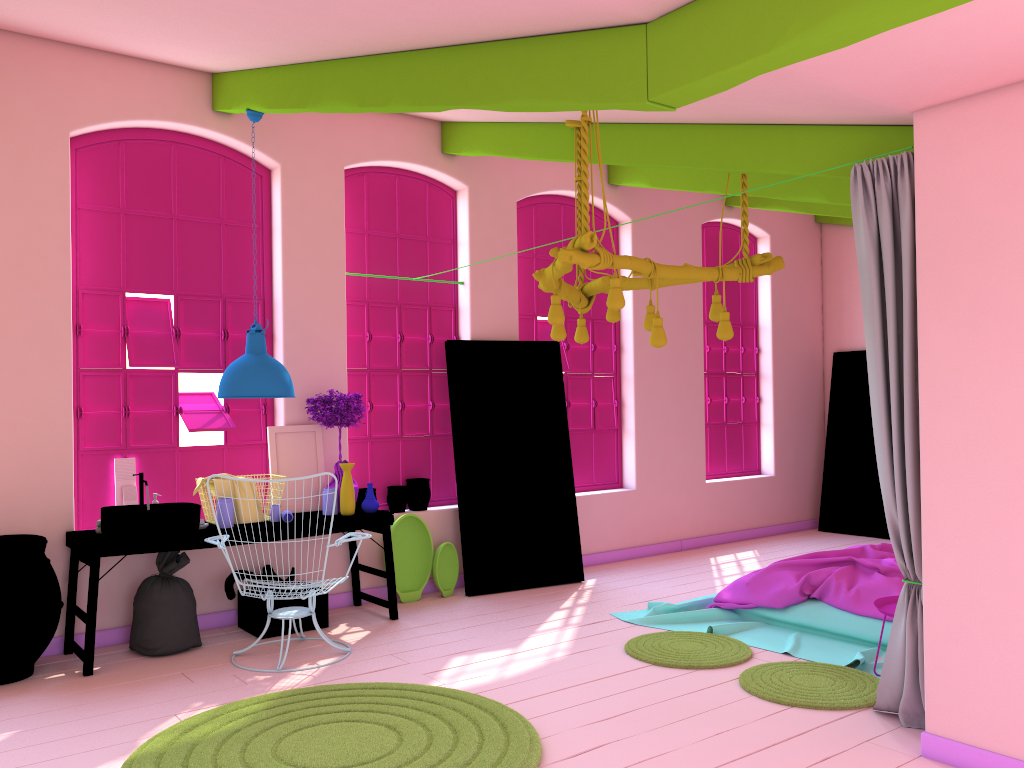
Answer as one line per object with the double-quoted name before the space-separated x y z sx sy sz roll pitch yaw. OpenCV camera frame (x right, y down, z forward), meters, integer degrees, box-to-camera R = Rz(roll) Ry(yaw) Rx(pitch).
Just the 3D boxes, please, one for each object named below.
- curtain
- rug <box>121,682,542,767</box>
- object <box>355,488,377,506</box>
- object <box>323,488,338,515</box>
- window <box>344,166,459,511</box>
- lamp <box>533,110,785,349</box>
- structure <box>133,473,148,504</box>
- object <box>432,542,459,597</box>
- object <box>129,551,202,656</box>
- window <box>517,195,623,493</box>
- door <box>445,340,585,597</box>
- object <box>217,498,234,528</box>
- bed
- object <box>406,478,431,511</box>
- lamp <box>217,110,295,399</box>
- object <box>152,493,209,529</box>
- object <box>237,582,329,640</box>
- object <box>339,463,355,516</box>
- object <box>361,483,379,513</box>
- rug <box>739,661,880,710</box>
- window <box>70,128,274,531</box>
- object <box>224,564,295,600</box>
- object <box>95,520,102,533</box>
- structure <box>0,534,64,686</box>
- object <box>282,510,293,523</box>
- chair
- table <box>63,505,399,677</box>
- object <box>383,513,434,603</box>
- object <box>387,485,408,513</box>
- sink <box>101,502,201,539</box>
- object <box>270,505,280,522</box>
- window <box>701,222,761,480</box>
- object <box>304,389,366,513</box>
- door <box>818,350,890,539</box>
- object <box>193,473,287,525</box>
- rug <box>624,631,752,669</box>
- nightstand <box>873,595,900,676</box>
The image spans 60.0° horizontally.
"curtain" 1.958 0.300 4.321 0.518 2.785 0.525 -1 -1 34
"rug" -0.816 1.712 4.153 1.889 0.050 1.889 -2 -2 40
"object" -1.223 0.989 7.439 0.182 0.222 0.182 -1 -1 30
"object" -1.373 0.885 6.693 0.109 0.197 0.109 -1 -1 0
"window" -0.980 -0.406 7.797 1.275 3.047 0.072 0 -1 -37
"lamp" 0.595 -1.327 5.439 1.611 2.264 1.775 -1 -1 35
"structure" -2.495 0.798 5.949 0.087 0.396 0.166 -1 -1 -28
"object" -0.594 1.569 7.540 0.137 0.462 0.284 -1 -1 38
"object" -4.638 0.981 2.847 7.864 1.580 2.827 0 -1 -36
"window" 0.537 -0.397 8.954 1.513 3.009 0.214 0 -1 -37
"door" 0.027 0.699 7.936 1.153 2.210 0.450 -1 -1 -27
"object" -1.984 0.893 6.138 0.109 0.197 0.109 0 -1 -45
"bed" 2.948 1.476 6.720 3.576 0.514 2.803 0 -1 -37
"object" -0.820 0.965 7.747 0.223 0.272 0.223 -2 -1 40
"lamp" -1.786 -0.904 6.158 0.529 2.002 0.529 -1 -1 -5
"object" -2.301 0.874 6.122 0.411 0.250 0.165 -1 -1 -2
"object" -1.691 1.658 6.546 0.521 0.277 0.446 0 -1 -37
"object" -1.228 0.784 6.614 0.116 0.383 0.116 -1 -1 27
"object" -1.079 0.866 6.748 0.132 0.219 0.132 -1 -1 -20
"rug" 1.705 1.700 5.031 0.792 0.021 0.792 -1 -1 -10
"window" -2.516 -0.397 6.647 1.497 3.003 0.492 0 -1 -37
"object" -1.828 1.566 6.486 0.300 0.448 0.672 -1 -1 29
"object" -2.713 0.942 5.879 0.086 0.088 0.088 -1 -1 -20
"structure" -3.145 1.377 5.430 0.718 0.844 0.718 -1 -1 20
"object" -1.619 0.955 6.393 0.076 0.076 0.137 -1 -1 -17
"chair" -1.451 1.163 5.749 1.078 1.238 0.925 -1 -1 -2
"table" -1.938 1.386 6.337 2.192 0.820 0.655 0 -1 -37
"object" -0.903 1.437 7.403 0.451 0.733 0.218 0 -1 -37
"object" -0.985 0.989 7.619 0.182 0.222 0.182 -1 -1 36
"sink" -2.362 0.892 5.815 0.609 0.194 0.340 0 -1 -37
"object" -1.709 0.933 6.402 0.065 0.118 0.065 -1 -1 12
"window" 2.511 -0.408 10.425 1.275 3.047 0.072 0 -1 -37
"object" -1.349 0.513 6.863 0.441 0.950 0.502 -1 -1 13
"door" 4.244 0.686 10.512 0.450 2.210 1.153 0 -1 -37
"object" -1.973 0.816 6.418 0.633 0.369 0.444 0 -1 -37
"rug" 1.143 1.724 5.778 0.792 0.021 0.792 -2 -1 36
"nightstand" 2.346 1.471 4.954 0.596 0.458 0.596 -1 -1 1
